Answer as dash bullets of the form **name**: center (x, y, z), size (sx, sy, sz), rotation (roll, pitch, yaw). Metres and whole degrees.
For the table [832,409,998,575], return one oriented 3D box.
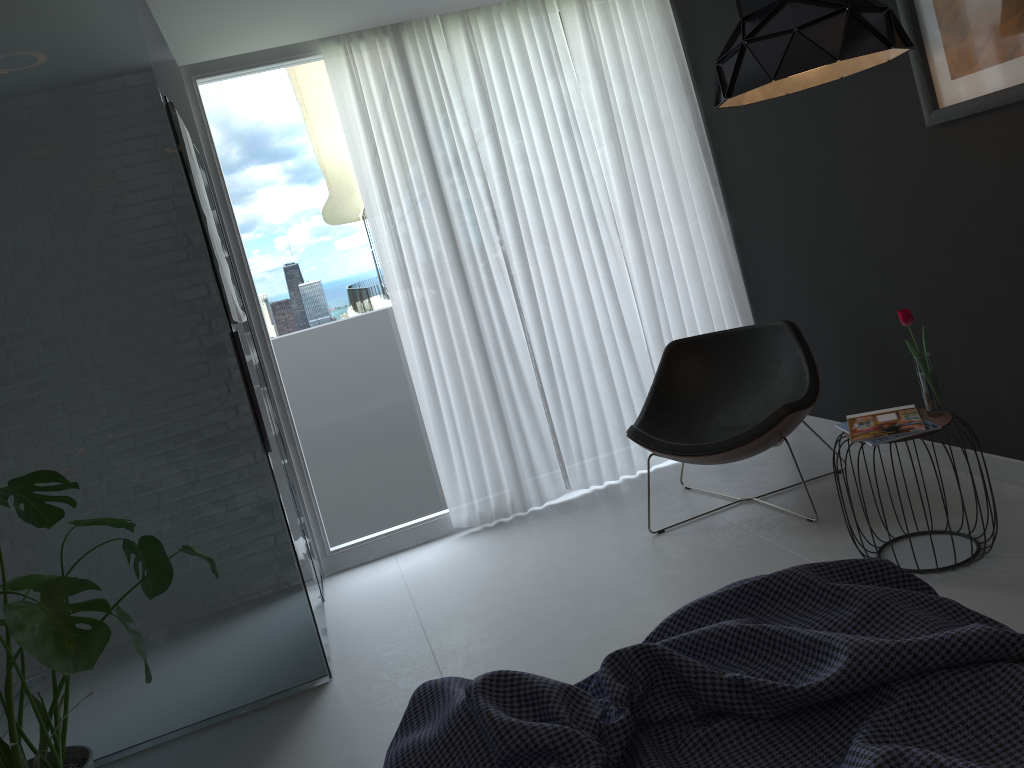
- **table**: center (1.293, 0.338, 2.852), size (0.457, 0.433, 0.448), rotation (-19, 7, -35)

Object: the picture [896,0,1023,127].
- **picture**: center (1.607, -1.172, 2.149), size (0.041, 0.718, 1.954), rotation (-16, 8, -12)

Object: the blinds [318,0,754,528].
- **blinds**: center (0.235, -0.813, 4.486), size (1.863, 2.684, 0.136), rotation (-16, 4, -13)

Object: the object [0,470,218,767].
- **object**: center (-1.263, 0.777, 2.366), size (0.849, 1.043, 0.999), rotation (-14, 6, 6)

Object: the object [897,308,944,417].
- **object**: center (1.303, -0.068, 2.809), size (0.066, 0.354, 0.077), rotation (-14, 4, 19)

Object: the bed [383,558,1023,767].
- **bed**: center (-0.419, 0.285, 0.729), size (2.622, 2.032, 2.563), rotation (-16, 7, -12)

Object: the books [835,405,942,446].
- **books**: center (-1.840, 1.467, 0.638), size (8.345, 0.370, 0.403), rotation (-21, 8, -34)

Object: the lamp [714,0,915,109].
- **lamp**: center (0.817, -1.384, 2.735), size (0.581, 0.898, 0.613), rotation (-15, 5, 5)

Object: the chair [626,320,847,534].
- **chair**: center (0.928, 0.163, 3.768), size (0.783, 0.687, 0.826), rotation (-11, 7, 30)
